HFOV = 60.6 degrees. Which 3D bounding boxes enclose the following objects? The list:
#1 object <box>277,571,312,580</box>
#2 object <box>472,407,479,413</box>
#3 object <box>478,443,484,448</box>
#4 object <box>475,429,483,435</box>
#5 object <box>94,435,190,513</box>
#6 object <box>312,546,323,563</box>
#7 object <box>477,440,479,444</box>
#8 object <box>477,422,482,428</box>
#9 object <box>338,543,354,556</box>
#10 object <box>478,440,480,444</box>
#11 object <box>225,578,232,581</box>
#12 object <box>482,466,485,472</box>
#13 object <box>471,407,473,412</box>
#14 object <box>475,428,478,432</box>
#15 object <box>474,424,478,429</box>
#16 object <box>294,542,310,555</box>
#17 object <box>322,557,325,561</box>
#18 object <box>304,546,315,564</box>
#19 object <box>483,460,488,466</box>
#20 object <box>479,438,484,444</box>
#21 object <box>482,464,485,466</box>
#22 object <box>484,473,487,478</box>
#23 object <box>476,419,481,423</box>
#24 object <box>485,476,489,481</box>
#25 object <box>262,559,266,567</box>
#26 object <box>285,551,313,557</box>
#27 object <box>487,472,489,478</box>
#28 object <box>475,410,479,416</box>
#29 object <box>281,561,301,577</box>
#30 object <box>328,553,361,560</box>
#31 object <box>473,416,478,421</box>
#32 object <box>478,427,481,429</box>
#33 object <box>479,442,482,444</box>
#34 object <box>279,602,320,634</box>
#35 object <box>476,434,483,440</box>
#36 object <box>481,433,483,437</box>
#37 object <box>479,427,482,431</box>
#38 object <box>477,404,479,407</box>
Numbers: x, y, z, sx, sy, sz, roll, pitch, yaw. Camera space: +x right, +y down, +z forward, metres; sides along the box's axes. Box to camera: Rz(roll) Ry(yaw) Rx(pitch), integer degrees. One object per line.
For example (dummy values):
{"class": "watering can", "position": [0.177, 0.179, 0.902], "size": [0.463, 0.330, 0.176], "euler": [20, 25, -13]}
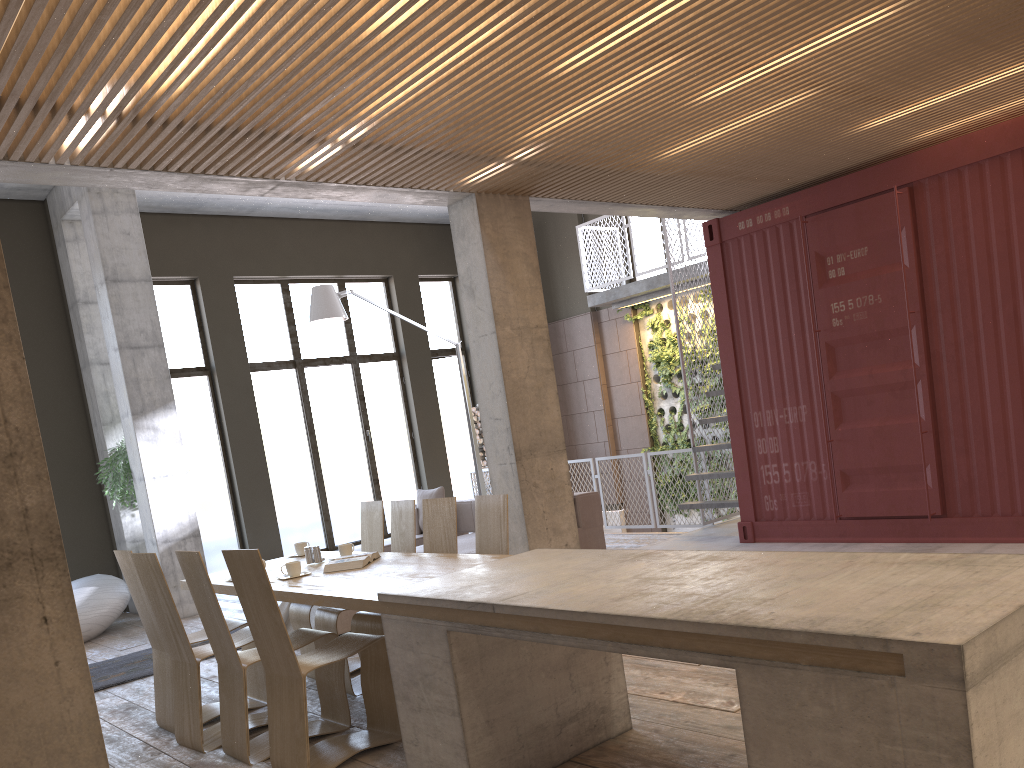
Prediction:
{"class": "object", "position": [-1.326, 1.168, 5.338], "size": [0.183, 0.014, 0.186], "euler": [-7, -3, -27]}
{"class": "object", "position": [-0.535, 0.432, 15.013], "size": [0.288, 0.104, 0.104], "euler": [-7, 0, -41]}
{"class": "object", "position": [-0.424, 1.045, 15.139], "size": [0.473, 0.084, 0.094], "euler": [-7, -1, -41]}
{"class": "object", "position": [-0.484, 0.801, 15.104], "size": [0.290, 0.108, 0.099], "euler": [-7, 1, -39]}
{"class": "object", "position": [-4.387, 1.474, 10.441], "size": [1.005, 1.883, 0.953], "euler": [-8, 4, 16]}
{"class": "object", "position": [-1.285, 1.123, 5.785], "size": [0.052, 0.111, 0.052], "euler": [-8, 4, 5]}
{"class": "object", "position": [-0.450, 0.981, 15.217], "size": [0.417, 0.068, 0.068], "euler": [-7, 0, -41]}
{"class": "object", "position": [-0.397, 0.678, 15.048], "size": [0.449, 0.090, 0.091], "euler": [-7, 0, -42]}
{"class": "object", "position": [-1.114, 1.118, 5.889], "size": [0.093, 0.089, 0.116], "euler": [-9, 0, 3]}
{"class": "object", "position": [-0.397, 0.972, 15.155], "size": [0.417, 0.068, 0.068], "euler": [-7, 0, -41]}
{"class": "object", "position": [-1.722, 1.242, 5.621], "size": [0.183, 0.014, 0.187], "euler": [-7, -3, -37]}
{"class": "object", "position": [-0.385, 1.456, 15.171], "size": [0.290, 0.108, 0.099], "euler": [-7, 1, -39]}
{"class": "object", "position": [-0.532, 0.431, 15.136], "size": [0.449, 0.091, 0.091], "euler": [-7, 0, -42]}
{"class": "object", "position": [-0.514, 0.801, 15.204], "size": [0.288, 0.104, 0.101], "euler": [-7, 0, -39]}
{"class": "object", "position": [-0.478, 0.703, 15.106], "size": [0.473, 0.084, 0.094], "euler": [-7, -1, -41]}
{"class": "object", "position": [-1.551, 1.214, 6.470], "size": [0.093, 0.089, 0.116], "euler": [-9, 0, 3]}
{"class": "object", "position": [-1.274, 1.171, 5.854], "size": [0.051, 0.019, 0.050], "euler": [-10, -2, 32]}
{"class": "object", "position": [-1.342, 1.132, 5.800], "size": [0.052, 0.113, 0.052], "euler": [-8, 4, 5]}
{"class": "object", "position": [-0.298, 1.332, 15.114], "size": [0.449, 0.090, 0.091], "euler": [-7, 0, -42]}
{"class": "object", "position": [-0.351, 0.952, 15.095], "size": [0.473, 0.084, 0.094], "euler": [-7, -1, -41]}
{"class": "object", "position": [-0.370, 1.377, 15.178], "size": [0.328, 0.057, 0.089], "euler": [-7, -2, -41]}
{"class": "object", "position": [-0.329, 1.552, 15.246], "size": [0.431, 0.094, 0.093], "euler": [-7, 0, -41]}
{"class": "object", "position": [-0.428, 0.619, 15.063], "size": [0.429, 0.080, 0.116], "euler": [-7, -1, -41]}
{"class": "object", "position": [-0.252, 1.607, 15.161], "size": [0.473, 0.084, 0.094], "euler": [-7, -1, -41]}
{"class": "object", "position": [-1.708, 1.206, 5.886], "size": [0.090, 0.113, 0.121], "euler": [-7, 2, 41]}
{"class": "object", "position": [-1.545, 1.255, 6.461], "size": [0.187, 0.014, 0.183], "euler": [-11, -3, 36]}
{"class": "object", "position": [-0.234, 1.535, 15.092], "size": [0.449, 0.090, 0.091], "euler": [-7, 0, -39]}
{"class": "object", "position": [-0.466, 0.481, 14.999], "size": [0.358, 0.085, 0.105], "euler": [-7, -1, -41]}
{"class": "object", "position": [-1.332, 1.128, 5.325], "size": [0.094, 0.089, 0.115], "euler": [-8, 1, 24]}
{"class": "object", "position": [-1.108, 1.160, 5.879], "size": [0.187, 0.014, 0.183], "euler": [-11, -3, 36]}
{"class": "object", "position": [-0.451, 0.569, 15.059], "size": [0.473, 0.084, 0.094], "euler": [-7, -1, -41]}
{"class": "object", "position": [-0.469, 0.723, 15.112], "size": [0.328, 0.057, 0.089], "euler": [-7, -2, -41]}
{"class": "object", "position": [-0.374, 0.961, 15.096], "size": [0.429, 0.080, 0.116], "euler": [-7, -1, -41]}
{"class": "object", "position": [-1.585, 1.956, 8.013], "size": [1.583, 0.507, 1.048], "euler": [-8, -1, -22]}
{"class": "object", "position": [-0.428, 0.897, 15.179], "size": [0.431, 0.094, 0.093], "euler": [-7, 0, -41]}
{"class": "object", "position": [-0.361, 0.869, 15.135], "size": [0.358, 0.087, 0.102], "euler": [-7, -1, -41]}
{"class": "object", "position": [-0.405, 0.751, 15.086], "size": [0.354, 0.075, 0.065], "euler": [-7, 0, -42]}
{"class": "object", "position": [-0.453, 0.360, 15.019], "size": [0.354, 0.074, 0.065], "euler": [-7, 0, -42]}
